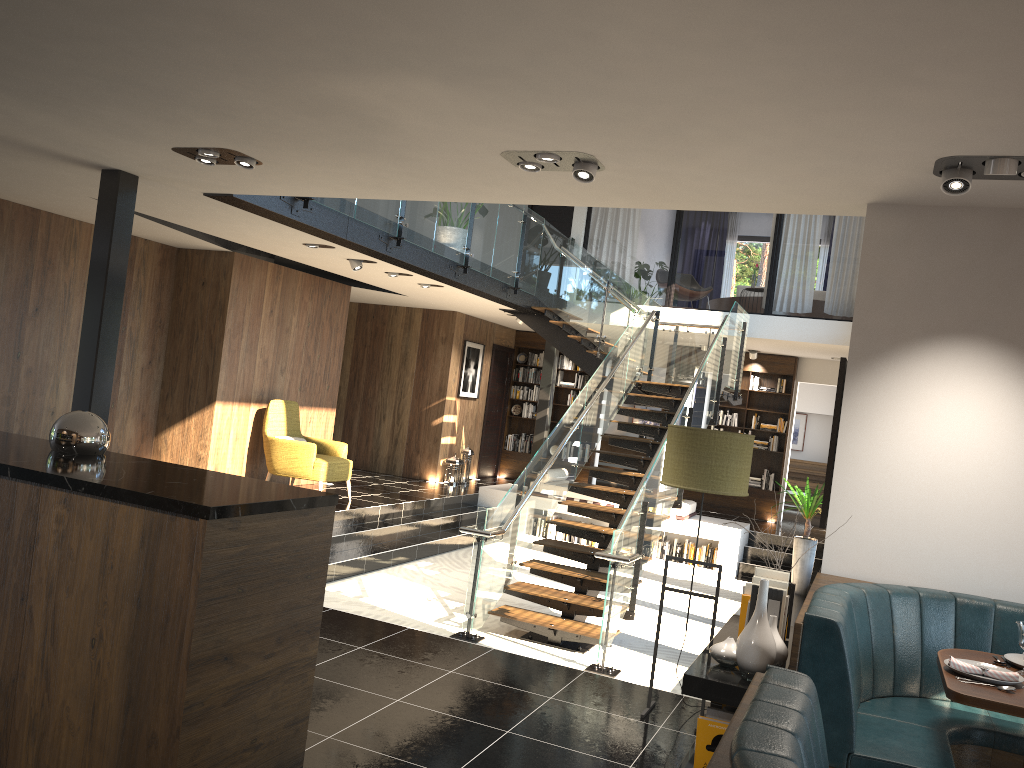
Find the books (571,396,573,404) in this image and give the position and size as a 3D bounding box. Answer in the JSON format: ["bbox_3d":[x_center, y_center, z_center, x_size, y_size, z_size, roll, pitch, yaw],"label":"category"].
[{"bbox_3d":[1.093,0.301,15.733,0.028,0.180,0.130,7,0,23],"label":"books"}]

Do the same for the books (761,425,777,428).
[{"bbox_3d":[4.198,0.693,14.479,0.260,0.020,0.167,7,-1,20],"label":"books"}]

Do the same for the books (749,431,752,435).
[{"bbox_3d":[3.897,0.907,14.538,0.031,0.277,0.168,7,0,23],"label":"books"}]

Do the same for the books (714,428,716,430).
[{"bbox_3d":[3.384,0.862,14.759,0.030,0.245,0.167,7,0,23],"label":"books"}]

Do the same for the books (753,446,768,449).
[{"bbox_3d":[4.041,1.027,14.487,0.274,0.022,0.156,7,-1,19],"label":"books"}]

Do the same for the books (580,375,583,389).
[{"bbox_3d":[1.266,-0.028,15.730,0.047,0.238,0.226,7,0,23],"label":"books"}]

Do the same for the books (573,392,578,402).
[{"bbox_3d":[1.126,0.268,15.704,0.021,0.253,0.168,7,0,23],"label":"books"}]

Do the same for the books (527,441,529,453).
[{"bbox_3d":[0.336,1.101,16.021,0.027,0.304,0.204,7,0,23],"label":"books"}]

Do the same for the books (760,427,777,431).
[{"bbox_3d":[4.196,0.734,14.486,0.272,0.021,0.156,7,-1,21],"label":"books"}]

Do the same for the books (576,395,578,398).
[{"bbox_3d":[1.168,0.302,15.678,0.032,0.195,0.183,7,0,23],"label":"books"}]

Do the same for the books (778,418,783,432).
[{"bbox_3d":[4.361,0.665,14.399,0.028,0.240,0.187,7,0,23],"label":"books"}]

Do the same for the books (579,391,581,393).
[{"bbox_3d":[1.205,0.263,15.687,0.020,0.281,0.153,7,0,23],"label":"books"}]

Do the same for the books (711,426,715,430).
[{"bbox_3d":[3.339,0.838,14.783,0.030,0.284,0.176,7,0,23],"label":"books"}]

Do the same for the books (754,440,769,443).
[{"bbox_3d":[4.053,0.941,14.490,0.272,0.022,0.156,7,-1,21],"label":"books"}]

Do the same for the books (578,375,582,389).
[{"bbox_3d":[1.226,-0.032,15.727,0.025,0.235,0.232,7,0,23],"label":"books"}]

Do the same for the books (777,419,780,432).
[{"bbox_3d":[4.338,0.673,14.418,0.026,0.219,0.156,7,0,23],"label":"books"}]

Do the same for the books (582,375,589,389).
[{"bbox_3d":[1.298,-0.031,15.700,0.035,0.251,0.197,7,0,23],"label":"books"}]

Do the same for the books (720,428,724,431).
[{"bbox_3d":[3.465,0.864,14.732,0.067,0.261,0.159,7,0,23],"label":"books"}]

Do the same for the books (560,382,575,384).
[{"bbox_3d":[1.020,-0.012,15.852,0.264,0.021,0.189,7,-1,21],"label":"books"}]

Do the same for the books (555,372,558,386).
[{"bbox_3d":[0.837,-0.082,15.934,0.028,0.242,0.194,7,0,23],"label":"books"}]

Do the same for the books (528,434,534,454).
[{"bbox_3d":[0.352,1.077,15.991,0.019,0.356,0.235,7,0,23],"label":"books"}]

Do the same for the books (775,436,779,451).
[{"bbox_3d":[4.296,0.970,14.388,0.022,0.247,0.133,7,0,23],"label":"books"}]

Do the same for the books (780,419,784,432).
[{"bbox_3d":[4.390,0.676,14.405,0.023,0.225,0.146,7,0,23],"label":"books"}]

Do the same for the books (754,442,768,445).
[{"bbox_3d":[4.048,0.962,14.484,0.260,0.021,0.167,7,-1,20],"label":"books"}]

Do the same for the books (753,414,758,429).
[{"bbox_3d":[3.998,0.611,14.565,0.023,0.261,0.146,7,0,23],"label":"books"}]

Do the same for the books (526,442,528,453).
[{"bbox_3d":[0.310,1.147,16.050,0.033,0.208,0.192,7,0,23],"label":"books"}]

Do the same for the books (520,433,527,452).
[{"bbox_3d":[0.203,1.067,16.058,0.016,0.341,0.217,7,0,23],"label":"books"}]

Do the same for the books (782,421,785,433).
[{"bbox_3d":[4.398,0.695,14.370,0.023,0.189,0.197,7,0,23],"label":"books"}]

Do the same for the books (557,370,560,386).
[{"bbox_3d":[0.854,-0.099,15.899,0.027,0.279,0.166,7,0,23],"label":"books"}]

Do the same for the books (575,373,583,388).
[{"bbox_3d":[1.194,-0.061,15.740,0.049,0.286,0.259,7,0,23],"label":"books"}]

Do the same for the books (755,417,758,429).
[{"bbox_3d":[4.011,0.645,14.540,0.026,0.196,0.148,7,0,23],"label":"books"}]

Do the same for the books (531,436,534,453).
[{"bbox_3d":[0.386,1.101,16.000,0.042,0.315,0.193,7,0,23],"label":"books"}]

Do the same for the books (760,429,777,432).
[{"bbox_3d":[4.193,0.755,14.484,0.266,0.021,0.156,7,-1,20],"label":"books"}]

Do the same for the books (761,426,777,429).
[{"bbox_3d":[4.197,0.713,14.481,0.259,0.020,0.167,7,-1,21],"label":"books"}]

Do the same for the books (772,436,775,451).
[{"bbox_3d":[4.251,0.965,14.406,0.023,0.246,0.147,7,0,23],"label":"books"}]

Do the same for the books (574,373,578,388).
[{"bbox_3d":[1.166,-0.054,15.769,0.023,0.264,0.219,7,0,23],"label":"books"}]

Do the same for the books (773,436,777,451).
[{"bbox_3d":[4.265,0.964,14.376,0.026,0.251,0.178,7,0,23],"label":"books"}]

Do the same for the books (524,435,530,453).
[{"bbox_3d":[0.287,1.086,16.041,0.016,0.322,0.219,7,0,23],"label":"books"}]

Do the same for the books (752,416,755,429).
[{"bbox_3d":[3.976,0.630,14.576,0.024,0.219,0.174,7,0,23],"label":"books"}]

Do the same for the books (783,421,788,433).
[{"bbox_3d":[4.433,0.697,14.357,0.051,0.194,0.192,7,0,23],"label":"books"}]

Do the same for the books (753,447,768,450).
[{"bbox_3d":[4.033,1.050,14.476,0.288,0.026,0.175,7,-1,27],"label":"books"}]

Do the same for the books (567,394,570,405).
[{"bbox_3d":[1.034,0.278,15.781,0.033,0.211,0.132,7,0,23],"label":"books"}]

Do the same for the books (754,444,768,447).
[{"bbox_3d":[4.047,1.005,14.496,0.247,0.022,0.148,7,-1,23],"label":"books"}]

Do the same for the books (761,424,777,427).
[{"bbox_3d":[4.207,0.674,14.493,0.246,0.021,0.148,7,-1,22],"label":"books"}]

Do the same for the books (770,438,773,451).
[{"bbox_3d":[4.224,0.979,14.407,0.025,0.212,0.168,7,0,23],"label":"books"}]

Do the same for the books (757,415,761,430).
[{"bbox_3d":[4.049,0.627,14.559,0.025,0.243,0.119,7,0,23],"label":"books"}]

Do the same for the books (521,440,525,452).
[{"bbox_3d":[0.233,1.130,16.084,0.034,0.223,0.209,7,0,23],"label":"books"}]

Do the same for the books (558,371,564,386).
[{"bbox_3d":[0.876,-0.095,15.896,0.016,0.278,0.209,7,0,23],"label":"books"}]

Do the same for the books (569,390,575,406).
[{"bbox_3d":[1.062,0.247,15.762,0.025,0.280,0.145,7,0,23],"label":"books"}]

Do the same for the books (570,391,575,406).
[{"bbox_3d":[1.075,0.252,15.737,0.019,0.272,0.176,7,0,23],"label":"books"}]

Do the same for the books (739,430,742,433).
[{"bbox_3d":[3.748,0.897,14.616,0.026,0.263,0.156,7,0,23],"label":"books"}]

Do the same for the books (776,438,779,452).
[{"bbox_3d":[4.317,0.984,14.397,0.012,0.224,0.097,7,0,23],"label":"books"}]

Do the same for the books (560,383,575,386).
[{"bbox_3d":[1.014,0.013,15.844,0.266,0.030,0.210,7,-1,23],"label":"books"}]

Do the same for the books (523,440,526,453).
[{"bbox_3d":[0.265,1.134,16.070,0.036,0.222,0.174,7,0,23],"label":"books"}]

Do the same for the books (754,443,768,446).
[{"bbox_3d":[4.046,0.983,14.486,0.268,0.022,0.156,7,-1,18],"label":"books"}]

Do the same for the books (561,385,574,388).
[{"bbox_3d":[1.015,0.045,15.856,0.239,0.033,0.176,7,-1,20],"label":"books"}]

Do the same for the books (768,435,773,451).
[{"bbox_3d":[4.196,0.959,14.408,0.030,0.244,0.176,7,0,23],"label":"books"}]

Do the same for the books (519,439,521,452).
[{"bbox_3d":[0.191,1.095,16.080,0.017,0.282,0.233,7,0,23],"label":"books"}]
